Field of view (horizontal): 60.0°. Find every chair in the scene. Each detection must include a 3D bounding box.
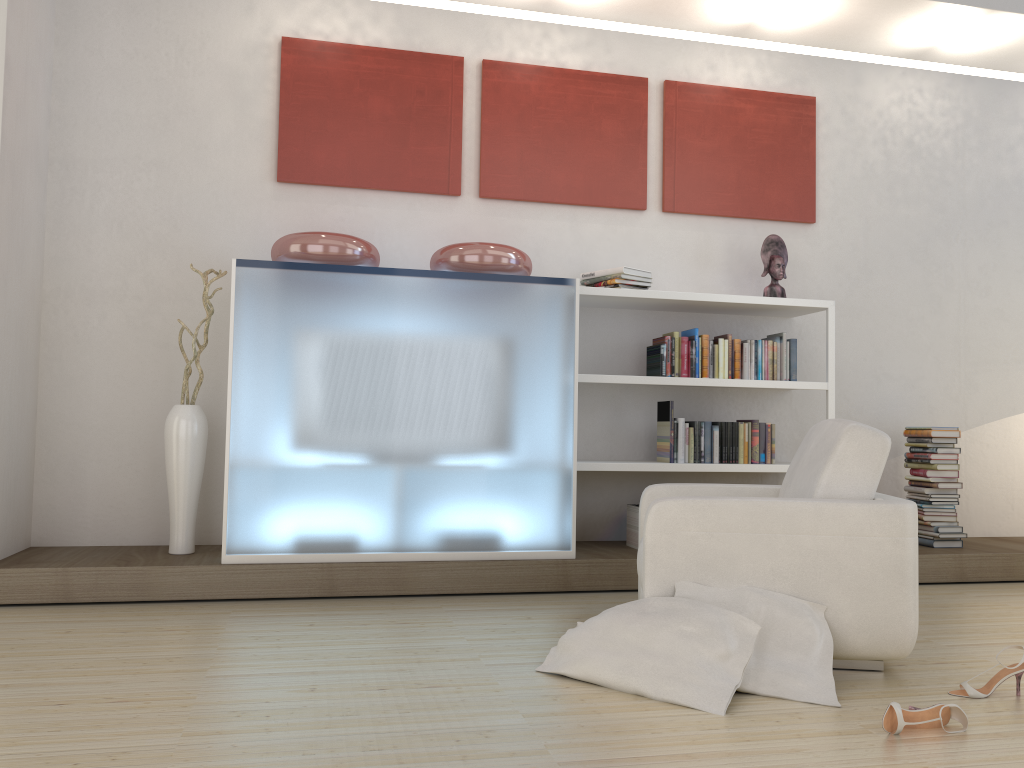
[{"bbox_3d":[0.956,0.542,3.402,0.941,0.828,0.919,1,-3,7],"label":"chair"}]

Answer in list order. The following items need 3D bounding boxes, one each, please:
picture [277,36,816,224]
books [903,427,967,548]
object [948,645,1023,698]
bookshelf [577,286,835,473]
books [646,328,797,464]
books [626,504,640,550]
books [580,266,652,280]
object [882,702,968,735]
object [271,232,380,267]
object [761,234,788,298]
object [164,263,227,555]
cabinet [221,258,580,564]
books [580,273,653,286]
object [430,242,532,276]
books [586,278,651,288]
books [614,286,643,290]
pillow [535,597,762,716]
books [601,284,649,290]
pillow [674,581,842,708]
[{"bbox_3d":[0.312,-1.442,5.163,3.227,0.794,0.030,2,-3,-13],"label":"picture"},{"bbox_3d":[2.505,0.602,5.248,0.270,0.694,0.329,2,-3,-13],"label":"books"},{"bbox_3d":[1.492,0.892,2.762,0.265,0.149,0.089,1,-3,0],"label":"object"},{"bbox_3d":[0.986,0.212,5.031,1.599,1.396,0.465,2,-3,-13],"label":"bookshelf"},{"bbox_3d":[1.186,0.073,4.994,0.831,0.743,0.215,2,-3,-13],"label":"books"},{"bbox_3d":[1.205,0.771,4.947,1.125,0.281,0.274,1,-3,-6],"label":"books"},{"bbox_3d":[0.584,-0.607,4.978,0.247,0.038,0.319,4,-4,-42],"label":"books"},{"bbox_3d":[1.102,0.905,2.432,0.287,0.091,0.121,2,-3,-14],"label":"object"},{"bbox_3d":[-0.946,-0.652,4.517,0.546,0.206,0.534,2,-3,-26],"label":"object"},{"bbox_3d":[1.537,-0.675,5.184,0.133,0.409,0.138,-1,-4,34],"label":"object"},{"bbox_3d":[-1.556,0.116,4.343,0.277,1.422,0.250,2,-3,-10],"label":"object"},{"bbox_3d":[-0.564,0.159,4.563,1.670,1.396,0.689,2,-3,-13],"label":"cabinet"},{"bbox_3d":[0.584,-0.574,4.977,0.247,0.027,0.328,3,-4,-38],"label":"books"},{"bbox_3d":[-0.163,-0.628,4.692,0.534,0.206,0.546,0,-3,24],"label":"object"},{"bbox_3d":[0.593,-0.547,4.958,0.247,0.025,0.287,3,-3,-28],"label":"books"},{"bbox_3d":[0.583,-0.507,4.973,0.247,0.018,0.328,3,-4,-38],"label":"books"},{"bbox_3d":[0.418,0.837,2.842,0.712,0.287,0.299,-1,-4,40],"label":"pillow"},{"bbox_3d":[0.579,-0.525,4.979,0.247,0.018,0.287,3,-4,-39],"label":"books"},{"bbox_3d":[0.709,0.808,2.830,0.615,0.315,0.312,0,-3,14],"label":"pillow"}]
